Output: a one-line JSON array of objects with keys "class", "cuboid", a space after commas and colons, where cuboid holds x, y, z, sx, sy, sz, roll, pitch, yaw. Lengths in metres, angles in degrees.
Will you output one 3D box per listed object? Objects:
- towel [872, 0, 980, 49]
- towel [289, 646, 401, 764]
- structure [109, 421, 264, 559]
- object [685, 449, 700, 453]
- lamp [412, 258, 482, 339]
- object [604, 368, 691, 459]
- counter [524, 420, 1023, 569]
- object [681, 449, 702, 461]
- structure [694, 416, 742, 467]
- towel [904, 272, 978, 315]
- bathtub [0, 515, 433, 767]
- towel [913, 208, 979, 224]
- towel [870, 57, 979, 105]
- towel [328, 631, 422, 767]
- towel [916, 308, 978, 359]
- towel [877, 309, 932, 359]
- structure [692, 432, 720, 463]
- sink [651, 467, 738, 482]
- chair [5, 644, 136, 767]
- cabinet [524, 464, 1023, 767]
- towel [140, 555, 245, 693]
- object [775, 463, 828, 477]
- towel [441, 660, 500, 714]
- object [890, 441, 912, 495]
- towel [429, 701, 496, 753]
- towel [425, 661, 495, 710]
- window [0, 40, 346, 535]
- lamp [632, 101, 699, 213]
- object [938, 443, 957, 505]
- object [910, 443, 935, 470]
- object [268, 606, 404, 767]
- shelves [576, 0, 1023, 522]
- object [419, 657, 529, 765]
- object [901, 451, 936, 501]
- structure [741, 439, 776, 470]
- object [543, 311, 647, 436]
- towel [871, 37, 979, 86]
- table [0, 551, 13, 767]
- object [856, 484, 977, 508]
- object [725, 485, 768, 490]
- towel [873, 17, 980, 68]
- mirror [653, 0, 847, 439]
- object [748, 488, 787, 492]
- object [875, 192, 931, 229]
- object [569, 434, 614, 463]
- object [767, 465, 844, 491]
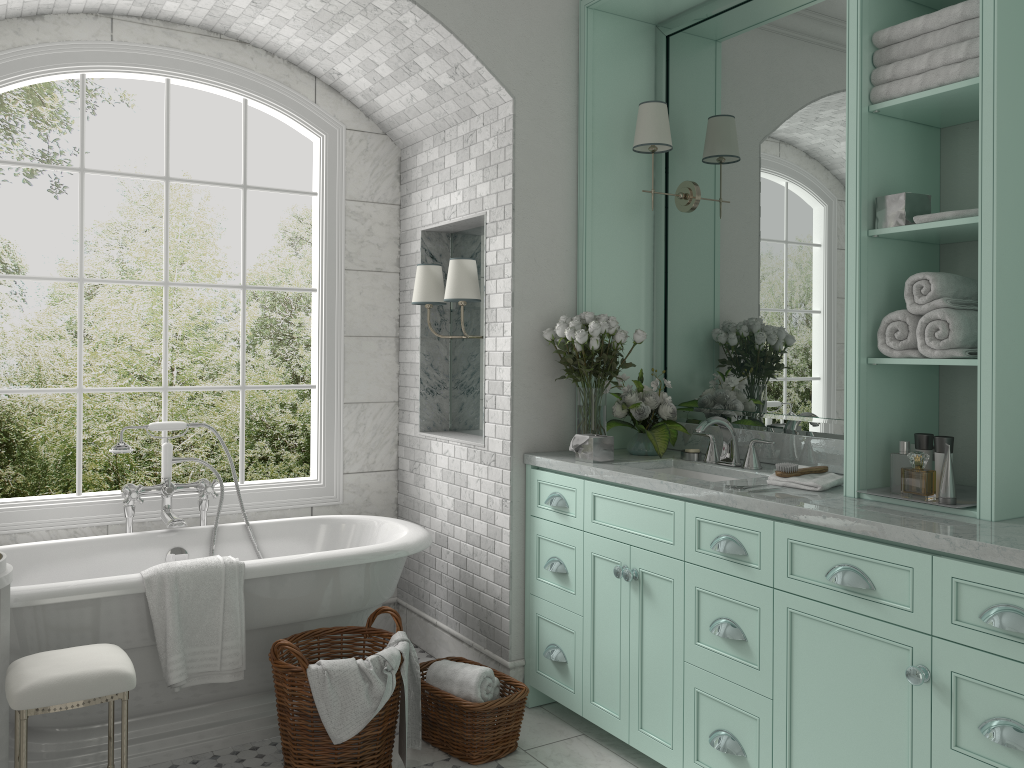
[{"class": "towel", "cuboid": [1.477, -1.116, 2.842, 0.494, 0.062, 0.400, -1, 3, -32]}, {"class": "towel", "cuboid": [-0.609, 1.189, 3.282, 0.399, 0.438, 0.484, 0, 1, -31]}, {"class": "structure", "cuboid": [-1.477, 0.825, 4.165, 0.779, 1.286, 0.340, 0, 0, -21]}, {"class": "object", "cuboid": [0.782, 0.290, 3.841, 0.051, 0.022, 0.077, 0, 2, -11]}, {"class": "lamp", "cuboid": [-0.283, -0.424, 4.496, 0.308, 0.383, 0.548, 0, 1, -32]}, {"class": "object", "cuboid": [0.612, 0.126, 4.032, 0.394, 0.402, 0.452, 0, 1, -30]}, {"class": "counter", "cuboid": [1.140, 0.316, 3.042, 0.824, 0.181, 2.808, -1, 3, -32]}, {"class": "object", "cuboid": [0.780, 0.310, 3.860, 0.080, 0.035, 0.134, 0, 2, -14]}, {"class": "structure", "cuboid": [0.848, 0.234, 3.615, 0.234, 0.205, 0.103, -1, 1, -42]}, {"class": "towel", "cuboid": [1.385, -0.282, 2.801, 0.298, 0.142, 0.168, -1, 2, -32]}, {"class": "bathtub", "cuboid": [-1.372, 1.074, 3.806, 2.165, 0.758, 0.942, -1, 2, -32]}, {"class": "towel", "cuboid": [1.428, -0.511, 2.724, 0.317, 0.056, 0.239, -1, 3, -35]}, {"class": "towel", "cuboid": [1.469, -0.934, 2.838, 0.494, 0.068, 0.400, -1, 3, -32]}, {"class": "towel", "cuboid": [-0.599, 1.208, 3.358, 0.460, 0.469, 0.382, 1, 1, 7]}, {"class": "towel", "cuboid": [1.402, -0.154, 2.740, 0.304, 0.159, 0.160, -1, 1, -32]}, {"class": "towel", "cuboid": [1.331, -0.160, 2.860, 0.311, 0.163, 0.153, -1, 1, -32]}, {"class": "structure", "cuboid": [0.825, 0.270, 3.785, 0.157, 0.121, 0.083, 2, 1, 42]}, {"class": "sink", "cuboid": [0.718, 0.410, 3.545, 0.346, 0.079, 0.602, -1, 3, -32]}, {"class": "chair", "cuboid": [-1.431, 1.188, 2.870, 0.371, 0.603, 0.366, 0, 1, -32]}, {"class": "cabinet", "cuboid": [1.118, 0.951, 3.028, 0.863, 1.098, 2.799, 0, 2, -32]}, {"class": "towel", "cuboid": [-1.238, 0.906, 3.425, 0.374, 0.463, 0.453, 0, 1, -30]}, {"class": "object", "cuboid": [1.046, 0.305, 3.180, 0.228, 0.044, 0.068, 0, 2, -23]}, {"class": "towel", "cuboid": [-0.185, 1.265, 3.704, 0.313, 0.186, 0.164, 1, 1, 28]}, {"class": "object", "cuboid": [1.249, 0.266, 2.822, 0.035, 0.170, 0.093, 1, 0, -32]}, {"class": "towel", "cuboid": [-0.197, 1.372, 3.583, 0.153, 0.163, 0.311, 0, 2, -42]}, {"class": "towel", "cuboid": [-0.206, 1.223, 3.564, 0.321, 0.211, 0.149, 2, 1, 41]}, {"class": "window", "cuboid": [-1.724, -0.496, 4.407, 1.831, 2.324, 0.118, 0, 0, -32]}, {"class": "lamp", "cuboid": [0.696, -1.037, 4.089, 0.309, 0.488, 0.183, 0, 0, -33]}, {"class": "object", "cuboid": [1.303, 0.269, 2.651, 0.050, 0.179, 0.049, 0, 0, -30]}, {"class": "object", "cuboid": [1.349, 0.274, 2.887, 0.035, 0.151, 0.093, 0, 0, -29]}, {"class": "object", "cuboid": [-0.657, 1.192, 3.363, 0.518, 0.570, 0.519, 0, 1, 0]}, {"class": "shelves", "cuboid": [1.244, -0.701, 3.099, 0.465, 2.123, 2.810, 0, 1, -32]}, {"class": "object", "cuboid": [-0.194, 1.339, 3.649, 0.345, 0.261, 0.550, -1, 2, -41]}, {"class": "object", "cuboid": [1.254, 0.281, 2.735, 0.063, 0.147, 0.092, 0, 0, -27]}, {"class": "structure", "cuboid": [0.995, 0.280, 3.550, 0.157, 0.121, 0.083, 2, 1, 42]}, {"class": "object", "cuboid": [0.357, 0.003, 3.952, 0.391, 0.653, 0.356, 0, 0, -20]}, {"class": "towel", "cuboid": [1.474, -0.994, 2.843, 0.494, 0.068, 0.400, -1, 3, -32]}, {"class": "table", "cuboid": [-1.873, 1.031, 2.861, 0.450, 0.906, 0.449, 1, 0, 21]}, {"class": "object", "cuboid": [1.373, 0.350, 2.804, 0.438, 0.008, 0.350, -1, 3, -32]}, {"class": "object", "cuboid": [0.813, 0.355, 3.080, 0.175, 0.007, 0.075, -1, 3, -40]}, {"class": "towel", "cuboid": [1.484, -1.057, 2.849, 0.494, 0.068, 0.400, -1, 3, -32]}, {"class": "mirror", "cuboid": [1.079, -0.768, 3.741, 0.015, 1.933, 1.436, 1, 0, -32]}, {"class": "object", "cuboid": [0.859, 0.357, 2.993, 0.167, 0.005, 0.020, -1, 2, -27]}, {"class": "object", "cuboid": [1.257, -0.550, 2.848, 0.122, 0.105, 0.118, 0, 1, -26]}, {"class": "object", "cuboid": [0.334, 0.271, 3.775, 0.147, 0.113, 0.136, -1, 2, -36]}, {"class": "object", "cuboid": [1.040, 0.335, 3.159, 0.239, 0.056, 0.317, -1, 3, -35]}]
